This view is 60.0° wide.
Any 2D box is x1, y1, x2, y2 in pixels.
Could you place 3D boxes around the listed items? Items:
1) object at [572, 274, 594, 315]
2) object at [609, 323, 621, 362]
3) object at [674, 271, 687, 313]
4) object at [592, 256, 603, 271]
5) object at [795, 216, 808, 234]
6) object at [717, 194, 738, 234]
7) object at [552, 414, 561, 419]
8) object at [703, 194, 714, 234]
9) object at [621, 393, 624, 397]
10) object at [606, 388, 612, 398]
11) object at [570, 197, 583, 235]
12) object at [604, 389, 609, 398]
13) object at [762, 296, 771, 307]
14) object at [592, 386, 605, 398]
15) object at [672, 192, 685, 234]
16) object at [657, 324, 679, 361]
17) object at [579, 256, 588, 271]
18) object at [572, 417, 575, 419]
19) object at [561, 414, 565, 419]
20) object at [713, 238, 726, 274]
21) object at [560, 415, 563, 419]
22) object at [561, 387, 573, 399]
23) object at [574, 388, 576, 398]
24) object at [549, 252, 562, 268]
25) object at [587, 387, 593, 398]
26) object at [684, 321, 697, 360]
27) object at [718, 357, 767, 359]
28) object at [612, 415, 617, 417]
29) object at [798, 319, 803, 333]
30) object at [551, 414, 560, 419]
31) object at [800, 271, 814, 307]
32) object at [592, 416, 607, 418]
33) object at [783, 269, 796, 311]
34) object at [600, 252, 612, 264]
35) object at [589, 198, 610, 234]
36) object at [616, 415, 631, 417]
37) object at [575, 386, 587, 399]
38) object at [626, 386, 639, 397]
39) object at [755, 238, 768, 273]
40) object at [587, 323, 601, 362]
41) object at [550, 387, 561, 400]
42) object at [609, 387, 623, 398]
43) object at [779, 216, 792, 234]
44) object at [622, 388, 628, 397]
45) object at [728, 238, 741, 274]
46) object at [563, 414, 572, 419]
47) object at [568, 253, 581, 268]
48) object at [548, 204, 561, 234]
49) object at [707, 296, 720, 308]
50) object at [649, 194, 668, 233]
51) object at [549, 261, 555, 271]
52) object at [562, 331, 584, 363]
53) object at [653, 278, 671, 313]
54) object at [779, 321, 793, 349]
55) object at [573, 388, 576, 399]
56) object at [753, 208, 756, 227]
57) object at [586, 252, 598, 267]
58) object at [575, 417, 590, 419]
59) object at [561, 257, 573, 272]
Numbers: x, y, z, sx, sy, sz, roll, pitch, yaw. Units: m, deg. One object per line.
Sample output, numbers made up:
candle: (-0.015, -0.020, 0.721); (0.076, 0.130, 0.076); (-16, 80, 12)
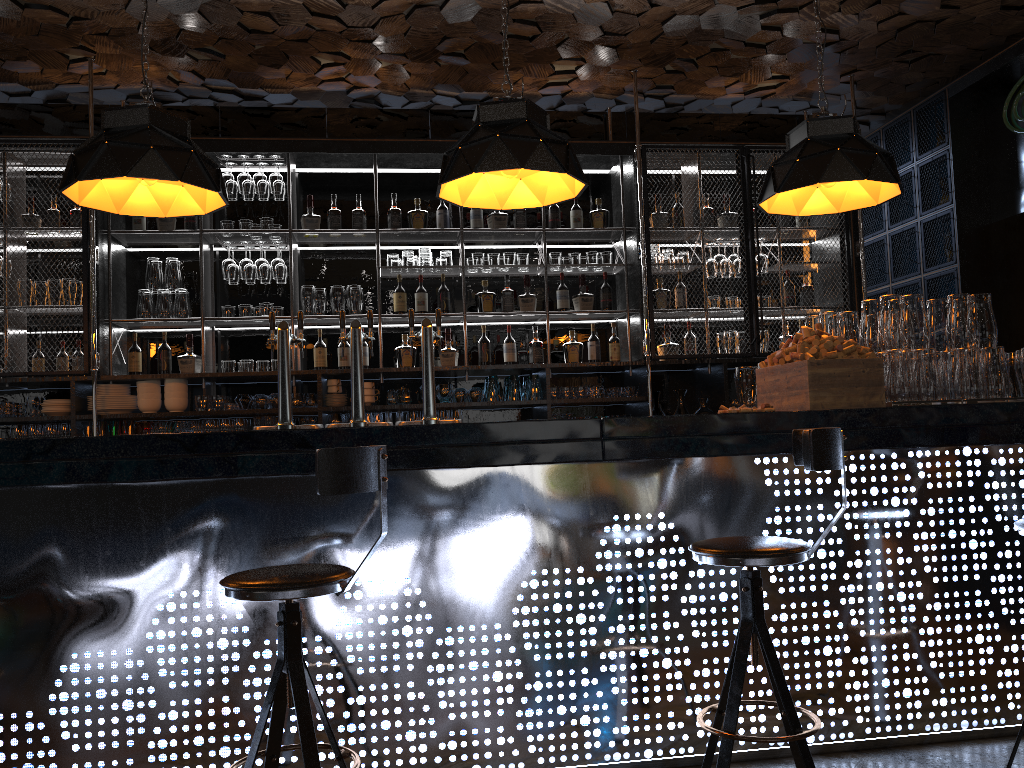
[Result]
object: (0.498, -0.629, 6.216); (0.123, 0.279, 0.123); (-1, -3, -19)
object: (0.721, -0.281, 6.240); (0.080, 0.299, 0.080); (-2, -3, -6)
object: (1.205, -0.659, 6.346); (0.086, 0.298, 0.086); (-5, -4, 41)
object: (0.613, -0.861, 6.361); (0.089, 0.092, 0.089); (-4, -4, 31)
object: (2.127, -1.257, 6.527); (0.086, 0.298, 0.086); (1, -4, -44)
object: (1.558, -1.232, 6.418); (0.123, 0.279, 0.123); (-2, -3, -5)
object: (0.291, 0.294, 6.025); (0.089, 0.174, 0.089); (-5, -4, 42)
object: (1.404, -1.230, 6.395); (0.083, 0.282, 0.083); (-2, -3, -8)
object: (0.788, 0.066, 6.218); (0.088, 0.070, 0.098); (-5, -4, 38)
object: (0.700, 0.066, 6.152); (0.088, 0.070, 0.098); (-3, -3, 15)
object: (0.455, -1.207, 6.290); (0.086, 0.298, 0.086); (-5, -4, 41)
object: (0.688, 0.072, 6.251); (0.088, 0.070, 0.098); (-1, -3, -24)
object: (1.816, -0.580, 6.371); (0.089, 0.092, 0.089); (-1, -3, -24)
object: (0.586, 0.056, 6.000); (0.084, 0.082, 0.084); (-1, -3, -26)
object: (1.193, -1.230, 6.368); (0.086, 0.297, 0.086); (-5, -4, 41)
object: (1.104, -0.285, 6.281); (0.123, 0.279, 0.123); (-1, -3, -19)
object: (0.506, -0.858, 6.333); (0.089, 0.092, 0.089); (-1, -3, -23)
object: (0.466, 0.304, 6.116); (0.106, 0.148, 0.106); (-4, -3, 24)
object: (0.356, 0.295, 6.097); (0.089, 0.174, 0.089); (-5, -4, 42)
object: (1.472, -0.908, 6.293); (0.092, 0.244, 0.092); (-1, -3, -14)
object: (0.357, 0.301, 6.195); (0.089, 0.174, 0.089); (-5, -4, 42)
object: (0.371, 0.064, 5.971); (0.084, 0.082, 0.084); (-2, -3, -7)
object: (0.472, 0.066, 6.083); (0.084, 0.082, 0.084); (-3, -3, 19)
object: (0.302, -0.860, 6.153); (0.089, 0.092, 0.089); (-1, -3, -23)
object: (0.554, 0.063, 6.095); (0.084, 0.082, 0.084); (-2, -3, -2)
object: (1.269, -0.300, 6.323); (0.086, 0.299, 0.086); (-5, -4, 41)
object: (1.661, -0.174, 6.313); (0.437, 0.019, 0.273); (-2, -3, -8)
object: (0.745, 0.293, 6.136); (0.107, 0.152, 0.107); (-2, -3, 6)
object: (2.109, -0.323, 6.455); (0.086, 0.298, 0.086); (-5, -4, 41)
object: (0.294, 0.288, 5.930); (0.089, 0.174, 0.089); (-5, -4, 42)
object: (2.148, -0.681, 6.468); (0.083, 0.282, 0.083); (-2, -3, 2)
object: (0.596, 0.294, 6.019); (0.106, 0.148, 0.106); (-2, -3, 1)
object: (2.012, -0.685, 6.452); (0.086, 0.299, 0.086); (-5, -4, 41)
object: (0.659, -0.871, 6.202); (0.089, 0.092, 0.089); (-1, -3, -23)
object: (0.619, -1.187, 6.280); (0.151, 0.248, 0.094); (-3, -3, 20)
object: (0.763, 0.286, 6.021); (0.107, 0.152, 0.107); (-3, -3, 17)
object: (0.468, 0.061, 5.983); (0.084, 0.082, 0.084); (-3, -3, 9)
object: (0.819, 0.054, 6.020); (0.088, 0.070, 0.098); (-2, -3, 2)
object: (1.781, -0.917, 6.337); (0.092, 0.244, 0.092); (-1, -3, -14)
object: (0.574, -0.277, 6.233); (0.086, 0.298, 0.086); (-5, -4, 41)
object: (0.290, 0.066, 5.962); (0.084, 0.082, 0.084); (-1, -3, -16)
object: (0.712, 0.060, 6.055); (0.088, 0.070, 0.098); (-4, -4, 27)
object: (1.993, -1.246, 6.480); (0.083, 0.282, 0.083); (-3, -3, 7)
object: (0.803, 0.060, 6.117); (0.098, 0.070, 0.088); (-3, -3, 19)
object: (1.581, -0.911, 6.308); (0.092, 0.244, 0.092); (-1, -3, -14)
object: (0.392, 0.289, 6.004); (0.089, 0.174, 0.089); (-5, -4, 42)
object: (0.441, -0.863, 6.203); (0.089, 0.092, 0.089); (-2, -3, -9)
object: (0.297, -1.204, 6.239); (0.086, 0.299, 0.086); (-5, -4, 41)
object: (1.430, -0.571, 6.274); (0.089, 0.092, 0.089); (-1, -3, -24)
object: (1.046, -1.216, 6.329); (0.123, 0.279, 0.123); (-2, -3, 0)
object: (0.306, -0.853, 6.295); (0.089, 0.092, 0.089); (-4, -4, 36)
object: (0.425, -0.248, 6.195); (0.151, 0.248, 0.094); (-2, -3, 1)
object: (1.056, -0.630, 6.308); (0.151, 0.248, 0.094); (-2, -3, 1)
object: (1.987, -0.313, 6.423); (0.083, 0.282, 0.083); (-1, -3, -23)
object: (0.438, 0.072, 6.175); (0.084, 0.082, 0.084); (-2, -3, -11)
object: (1.714, -1.239, 6.440); (0.083, 0.282, 0.083); (-1, -3, -23)
object: (0.560, -0.869, 6.182); (0.089, 0.092, 0.089); (-4, -4, 31)
object: (0.480, 0.298, 6.001); (0.106, 0.148, 0.106); (-3, -3, 10)
object: (0.399, -0.854, 6.343); (0.089, 0.092, 0.089); (-1, -3, -23)
